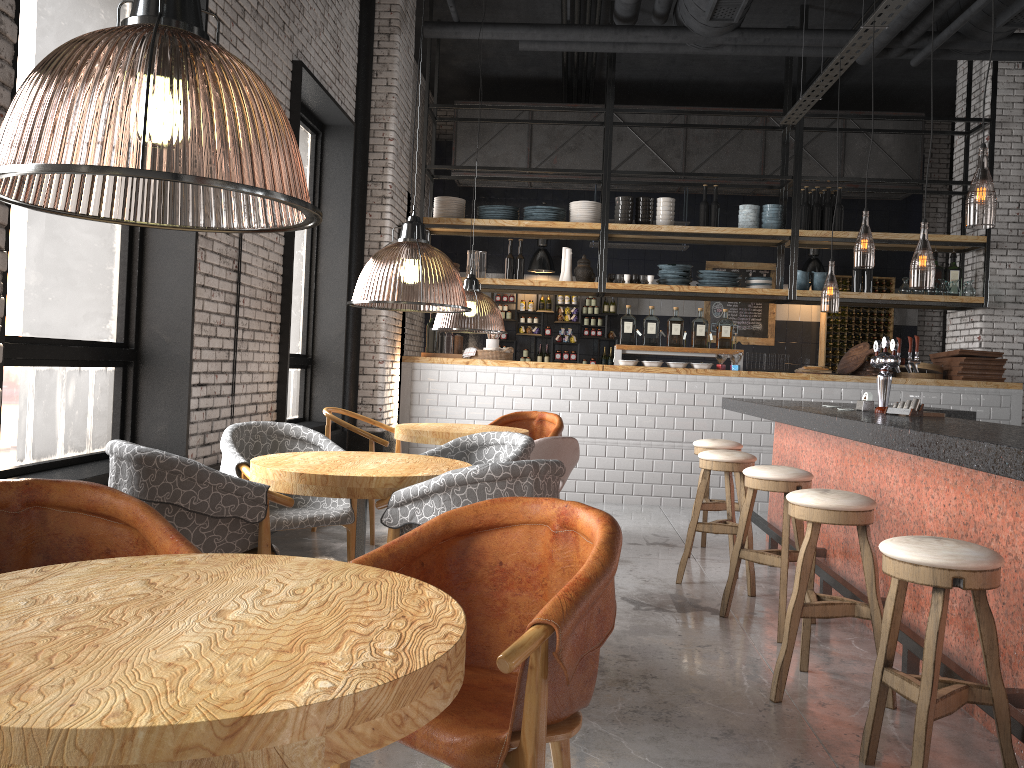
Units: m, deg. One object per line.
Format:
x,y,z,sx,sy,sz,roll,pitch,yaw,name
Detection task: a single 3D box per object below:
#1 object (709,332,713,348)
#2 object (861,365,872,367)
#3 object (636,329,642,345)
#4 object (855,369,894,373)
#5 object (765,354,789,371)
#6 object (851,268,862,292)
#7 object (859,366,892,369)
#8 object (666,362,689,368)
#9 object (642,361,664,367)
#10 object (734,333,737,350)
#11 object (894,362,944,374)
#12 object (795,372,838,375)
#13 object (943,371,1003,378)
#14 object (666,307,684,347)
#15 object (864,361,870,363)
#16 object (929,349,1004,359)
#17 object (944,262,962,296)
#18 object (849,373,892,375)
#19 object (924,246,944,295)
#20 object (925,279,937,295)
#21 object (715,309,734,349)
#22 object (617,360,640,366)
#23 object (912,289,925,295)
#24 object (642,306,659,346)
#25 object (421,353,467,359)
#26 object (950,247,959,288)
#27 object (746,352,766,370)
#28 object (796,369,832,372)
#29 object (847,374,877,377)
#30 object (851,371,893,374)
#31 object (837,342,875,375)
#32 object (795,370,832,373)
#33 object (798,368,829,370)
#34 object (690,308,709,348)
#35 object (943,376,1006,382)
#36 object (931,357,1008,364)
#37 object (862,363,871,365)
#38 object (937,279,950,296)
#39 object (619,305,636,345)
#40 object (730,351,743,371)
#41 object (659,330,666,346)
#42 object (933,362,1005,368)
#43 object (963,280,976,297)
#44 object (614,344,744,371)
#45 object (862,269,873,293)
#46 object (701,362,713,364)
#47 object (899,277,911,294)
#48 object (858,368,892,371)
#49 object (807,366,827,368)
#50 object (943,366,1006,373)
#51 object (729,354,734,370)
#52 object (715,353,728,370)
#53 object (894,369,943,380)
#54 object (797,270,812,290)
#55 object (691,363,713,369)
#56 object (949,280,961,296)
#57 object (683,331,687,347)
1.973,-0.433,8.811,0.024,0.164,0.062,3,0,-6,object
3.536,-0.175,8.713,0.406,0.019,0.458,2,1,-44,object
1.259,-0.465,8.856,0.032,0.164,0.080,3,0,-25,object
3.518,-0.128,8.715,0.458,0.019,0.407,2,1,-28,object
2.627,-0.214,8.789,0.181,0.168,0.170,2,0,-16,object
3.547,-1.146,9.111,0.098,0.471,0.098,3,0,-8,object
3.509,-0.160,8.713,0.458,0.019,0.407,2,1,-44,object
1.599,-0.181,8.597,0.216,0.056,0.324,3,1,4,object
1.359,-0.193,8.590,0.216,0.059,0.324,3,1,4,object
2.215,-0.422,8.793,0.034,0.164,0.061,2,0,37,object
3.967,-0.165,8.649,0.439,0.154,0.437,2,1,-39,object
2.989,-0.102,8.671,0.458,0.019,0.407,2,1,-45,object
4.416,-0.095,8.607,0.405,0.044,0.636,3,1,6,object
1.642,-0.570,8.914,0.154,0.404,0.154,3,0,3,object
3.513,-0.209,8.714,0.458,0.019,0.407,2,1,-40,object
4.368,-0.274,8.547,0.406,0.094,0.636,3,1,1,object
4.513,-1.066,9.082,0.157,0.406,0.105,3,0,8,object
3.544,-0.094,8.706,0.406,0.019,0.458,2,1,-24,object
4.327,-1.149,9.079,0.157,0.554,0.105,3,0,8,object
4.206,-0.969,8.898,0.118,0.181,0.118,3,0,37,object
2.132,-0.547,8.883,0.154,0.404,0.154,3,0,3,object
1.127,-0.202,8.617,0.216,0.056,0.324,3,1,4,object
4.085,-0.975,8.915,0.118,0.181,0.118,2,0,-37,object
1.399,-0.581,8.921,0.154,0.404,0.154,3,0,3,object
-0.686,-0.282,9.001,0.411,0.050,0.411,3,1,3,object
4.516,-1.142,9.077,0.140,0.550,0.096,3,0,8,object
2.395,-0.223,8.711,0.181,0.168,0.170,3,0,14,object
2.941,-0.134,8.715,0.214,0.013,0.521,3,1,0,object
3.527,-0.079,8.714,0.458,0.019,0.406,3,1,39,object
3.524,-0.111,8.715,0.458,0.019,0.406,3,1,32,object
3.345,-0.243,8.618,0.242,0.338,0.488,3,1,-11,object
2.947,-0.121,8.720,0.276,0.019,0.513,3,1,9,object
2.950,-0.147,8.716,0.230,0.016,0.556,3,1,10,object
1.884,-0.559,8.895,0.154,0.404,0.154,3,0,3,object
4.414,-0.051,8.607,0.405,0.044,0.636,3,1,-1,object
4.422,-0.227,8.607,0.405,0.044,0.636,2,1,-3,object
3.531,-0.192,8.715,0.458,0.019,0.406,3,1,37,object
4.328,-0.964,8.904,0.118,0.181,0.118,2,0,-20,object
1.168,-0.591,8.944,0.154,0.404,0.154,3,0,3,object
2.151,-0.221,8.506,0.128,0.189,0.123,3,0,12,object
1.497,-0.455,8.857,0.077,0.164,0.039,3,0,-42,object
4.420,-0.183,8.607,0.405,0.044,0.636,3,1,4,object
4.568,-0.953,8.855,0.118,0.181,0.118,3,0,28,object
1.654,-0.091,8.910,1.250,0.551,0.315,3,0,4,object
3.655,-1.141,9.104,0.098,0.471,0.098,3,0,11,object
1.860,-0.199,8.473,0.039,0.021,0.203,2,1,-20,object
3.964,-0.981,8.941,0.118,0.181,0.118,2,0,-33,object
3.492,-0.145,8.703,0.407,0.019,0.458,3,1,17,object
2.951,-0.166,8.555,0.184,0.011,0.254,3,1,25,object
4.418,-0.139,8.607,0.405,0.044,0.636,3,1,0,object
2.168,-0.210,8.632,0.122,0.165,0.112,2,0,-32,object
2.024,-0.216,8.584,0.122,0.165,0.112,3,0,38,object
3.961,-0.098,8.646,0.437,0.097,0.437,3,1,28,object
2.998,-1.050,9.126,0.198,0.230,0.166,3,0,10,object
1.829,-0.172,8.566,0.216,0.060,0.324,3,1,4,object
4.450,-0.959,8.914,0.118,0.181,0.118,3,0,-13,object
1.728,-0.444,8.849,0.031,0.164,0.046,2,0,29,object
